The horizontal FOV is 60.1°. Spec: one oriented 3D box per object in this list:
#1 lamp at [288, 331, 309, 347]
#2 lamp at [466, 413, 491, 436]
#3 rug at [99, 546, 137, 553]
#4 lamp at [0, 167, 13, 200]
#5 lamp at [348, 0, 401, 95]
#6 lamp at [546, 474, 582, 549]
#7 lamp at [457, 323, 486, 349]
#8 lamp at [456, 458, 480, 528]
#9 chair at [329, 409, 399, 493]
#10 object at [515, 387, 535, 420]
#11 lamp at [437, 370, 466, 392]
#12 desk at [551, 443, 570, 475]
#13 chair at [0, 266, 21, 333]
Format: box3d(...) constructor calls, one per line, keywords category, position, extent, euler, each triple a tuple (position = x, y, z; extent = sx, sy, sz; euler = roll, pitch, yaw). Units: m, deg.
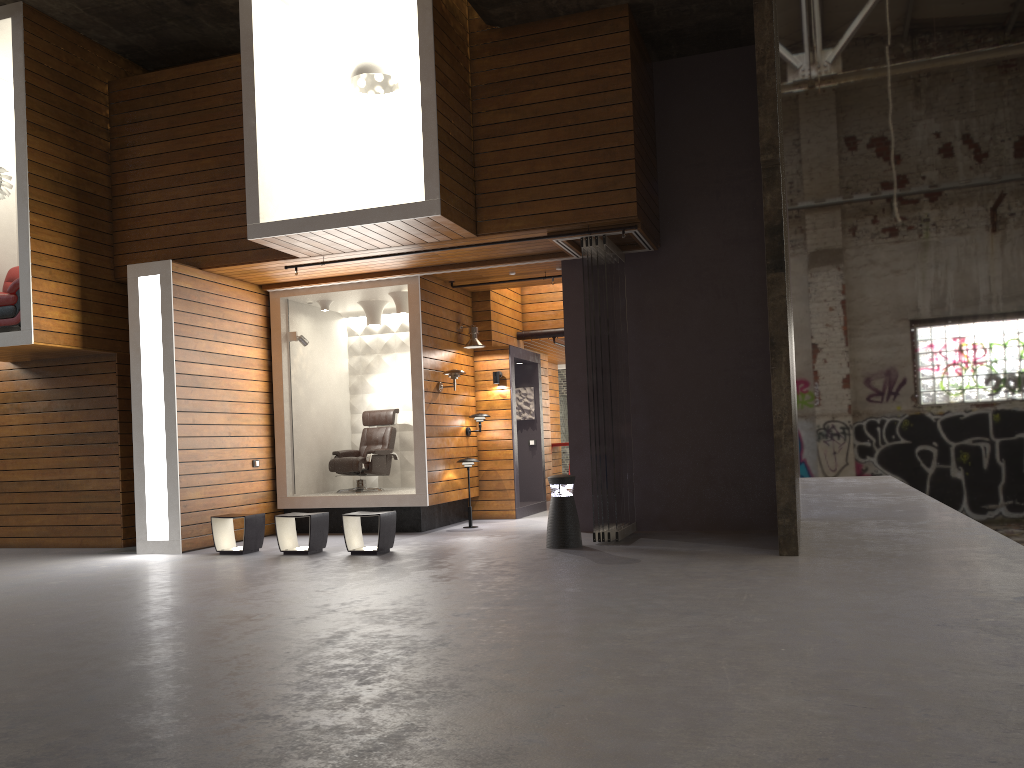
box3d(category="lamp", position=(-2.648, -0.559, 11.003), extent=(0.248, 0.188, 0.129), euler=(-2, -2, -13))
box3d(category="lamp", position=(-0.434, 0.523, 11.528), extent=(0.327, 0.296, 0.288), euler=(-3, -2, 18))
box3d(category="rug", position=(-4.019, 1.861, 10.298), extent=(0.540, 0.014, 1.579), euler=(-4, -4, 18))
box3d(category="lamp", position=(-5.671, -2.853, 9.536), extent=(0.512, 1.772, 0.488), euler=(-2, -1, -18))
box3d(category="lamp", position=(-1.391, -3.488, 8.854), extent=(0.531, 0.986, 0.530), euler=(-3, -2, 31))
box3d(category="lamp", position=(0.489, 1.216, 8.529), extent=(0.348, 0.695, 0.348), euler=(-3, -2, 24))
box3d(category="lamp", position=(-0.518, -0.633, 11.410), extent=(0.346, 0.331, 0.295), euler=(-3, -2, 20))
box3d(category="lamp", position=(-0.524, 1.329, 10.855), extent=(0.287, 0.861, 0.288), euler=(-2, -1, 4))
box3d(category="chair", position=(-1.936, 0.869, 11.645), extent=(0.756, 1.070, 0.825), euler=(-4, -2, 33))
box3d(category="object", position=(0.143, 0.294, 13.044), extent=(0.380, 0.478, 0.048), euler=(-3, -1, 18))
box3d(category="lamp", position=(-0.723, -0.044, 10.689), extent=(0.351, 0.271, 0.288), euler=(-3, -3, 18))
box3d(category="desk", position=(1.182, 1.570, 16.333), extent=(0.845, 0.984, 1.718), euler=(-3, -3, 18))
box3d(category="chair", position=(-5.431, -0.954, 9.841), extent=(1.201, 0.936, 0.953), euler=(-3, -3, 18))
